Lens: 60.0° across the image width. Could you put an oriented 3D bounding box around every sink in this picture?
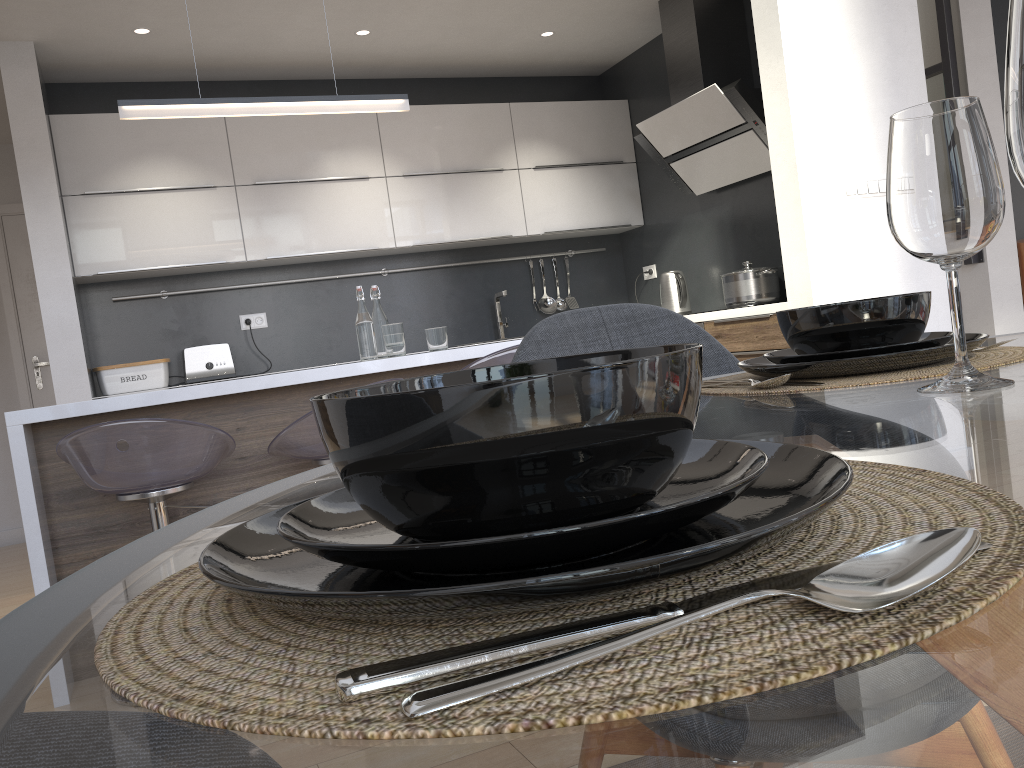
[{"bbox_3d":[0.016,-0.304,5.309,0.626,0.518,0.512,-9,3,-23],"label":"sink"}]

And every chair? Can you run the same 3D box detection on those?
[{"bbox_3d":[-1.002,0.476,2.561,0.475,0.787,0.434,-8,3,-5],"label":"chair"},{"bbox_3d":[0.311,0.312,1.210,0.655,0.891,0.619,-9,3,-21],"label":"chair"},{"bbox_3d":[0.047,0.282,2.991,0.475,0.838,0.434,-9,3,-25],"label":"chair"},{"bbox_3d":[-0.493,0.395,2.759,0.434,0.787,0.475,-6,3,30],"label":"chair"}]

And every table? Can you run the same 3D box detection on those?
[{"bbox_3d":[0.569,0.371,0.499,1.499,0.764,1.499,-10,4,-34],"label":"table"}]

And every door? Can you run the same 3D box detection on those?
[{"bbox_3d":[-2.696,-0.132,5.784,0.974,2.136,0.085,-9,3,-23],"label":"door"}]

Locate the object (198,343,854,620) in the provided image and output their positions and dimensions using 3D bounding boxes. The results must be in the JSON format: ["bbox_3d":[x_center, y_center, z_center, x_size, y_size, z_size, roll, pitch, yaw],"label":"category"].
[{"bbox_3d":[0.003,0.031,0.369,0.258,0.074,0.258,-8,3,-3],"label":"object"}]

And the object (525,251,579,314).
[{"bbox_3d":[0.255,-0.648,5.704,0.320,0.389,0.069,-9,3,-22],"label":"object"}]

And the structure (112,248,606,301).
[{"bbox_3d":[-0.754,-0.668,5.282,3.000,0.045,0.050,-9,3,-23],"label":"structure"}]

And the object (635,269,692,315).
[{"bbox_3d":[0.909,-0.559,5.362,0.179,0.318,0.590,-9,3,-16],"label":"object"}]

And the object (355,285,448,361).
[{"bbox_3d":[-0.397,-0.233,3.134,0.323,0.267,0.148,-6,4,32],"label":"object"}]

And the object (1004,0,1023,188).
[{"bbox_3d":[0.251,-0.075,0.359,0.083,0.220,0.083,-6,3,28],"label":"object"}]

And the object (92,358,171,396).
[{"bbox_3d":[-1.977,-0.034,4.637,0.380,0.148,0.263,-9,3,-23],"label":"object"}]

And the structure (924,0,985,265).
[{"bbox_3d":[2.877,-2.125,7.314,2.823,4.339,4.190,-9,3,-23],"label":"structure"}]

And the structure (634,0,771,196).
[{"bbox_3d":[0.989,-1.537,4.592,0.407,0.998,0.898,-9,3,-23],"label":"structure"}]

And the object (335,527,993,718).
[{"bbox_3d":[0.024,0.058,0.372,0.206,0.015,0.309,-9,3,-13],"label":"object"}]

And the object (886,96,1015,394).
[{"bbox_3d":[0.343,-0.106,0.696,0.083,0.220,0.083,-8,3,5],"label":"object"}]

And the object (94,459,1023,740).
[{"bbox_3d":[0.018,0.067,0.380,0.360,0.002,0.360,-5,4,42],"label":"object"}]

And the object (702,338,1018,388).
[{"bbox_3d":[0.374,-0.023,0.982,0.309,0.015,0.206,-9,3,-18],"label":"object"}]

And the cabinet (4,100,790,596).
[{"bbox_3d":[-0.914,-0.474,3.939,4.694,2.501,2.402,-9,3,-23],"label":"cabinet"}]

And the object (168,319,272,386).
[{"bbox_3d":[-1.608,-0.181,4.837,0.562,0.319,0.191,-9,3,-23],"label":"object"}]

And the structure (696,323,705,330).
[{"bbox_3d":[1.072,-0.038,4.623,0.584,0.588,0.587,-9,3,-23],"label":"structure"}]

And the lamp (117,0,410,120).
[{"bbox_3d":[-0.889,-1.320,3.093,0.998,0.756,0.020,-9,3,-23],"label":"lamp"}]

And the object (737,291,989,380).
[{"bbox_3d":[0.378,-0.054,0.976,0.258,0.074,0.258,-11,4,-43],"label":"object"}]

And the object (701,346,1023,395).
[{"bbox_3d":[0.381,-0.016,0.986,0.360,0.002,0.360,-5,4,42],"label":"object"}]

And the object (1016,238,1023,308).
[{"bbox_3d":[3.566,-0.486,5.884,0.290,1.088,0.434,-8,3,7],"label":"object"}]

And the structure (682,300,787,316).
[{"bbox_3d":[1.067,-0.384,4.623,0.550,0.006,0.600,-9,3,-23],"label":"structure"}]

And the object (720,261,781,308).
[{"bbox_3d":[1.220,-0.517,4.542,0.288,0.223,0.315,-7,3,18],"label":"object"}]
